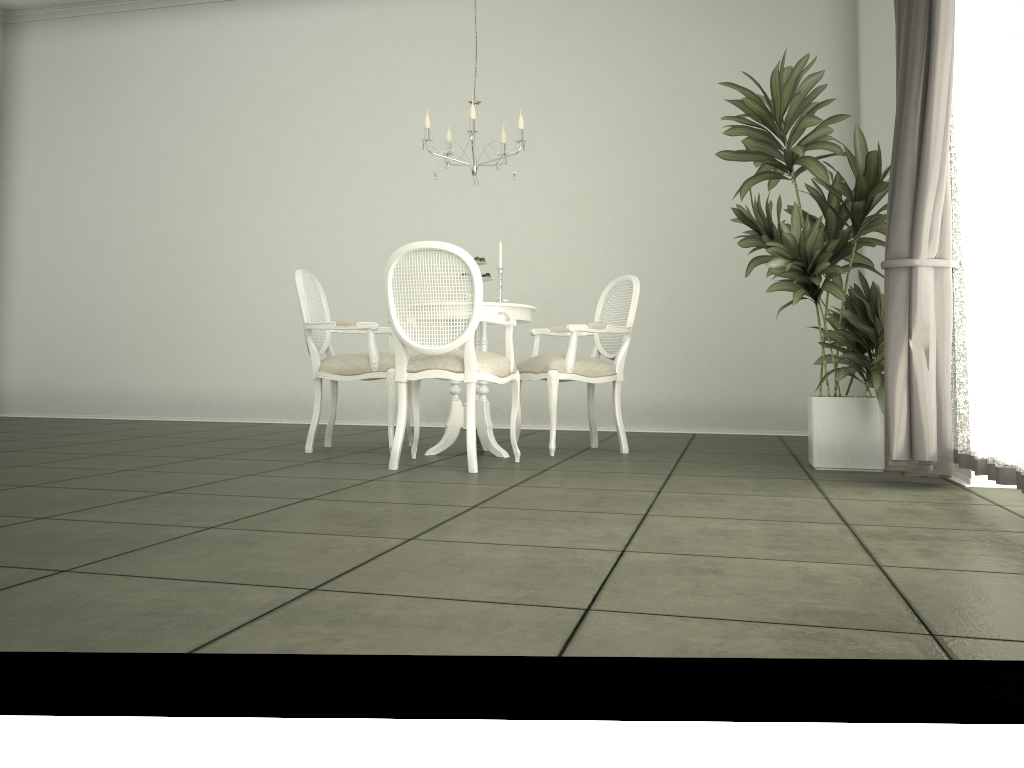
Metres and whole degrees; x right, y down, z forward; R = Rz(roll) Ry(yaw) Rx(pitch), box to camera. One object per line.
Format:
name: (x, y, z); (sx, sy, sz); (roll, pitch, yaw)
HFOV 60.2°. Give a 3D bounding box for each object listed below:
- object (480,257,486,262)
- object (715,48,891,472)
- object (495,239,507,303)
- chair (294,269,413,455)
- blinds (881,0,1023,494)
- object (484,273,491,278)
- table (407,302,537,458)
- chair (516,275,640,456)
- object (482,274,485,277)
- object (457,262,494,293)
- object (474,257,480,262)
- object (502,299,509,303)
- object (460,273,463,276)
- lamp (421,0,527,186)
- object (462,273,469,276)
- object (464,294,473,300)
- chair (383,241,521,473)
object: (-0.168, -0.702, 5.008); (0.039, 0.032, 0.039); (-1, -2, 35)
object: (1.654, -0.635, 4.539); (1.038, 2.111, 1.156); (-2, -4, 32)
object: (-0.064, -0.617, 4.863); (0.087, 0.367, 0.087); (1, -4, -9)
chair: (-0.935, -0.145, 5.201); (0.690, 1.071, 0.591); (0, -3, 4)
blinds: (1.552, -0.863, 2.373); (0.660, 2.618, 3.645); (-1, -1, 14)
object: (-0.137, -0.612, 4.993); (0.039, 0.032, 0.039); (1, -2, -35)
table: (-0.231, -0.021, 4.978); (0.740, 0.836, 0.736); (0, -2, 11)
chair: (0.404, -0.135, 5.276); (0.689, 1.071, 0.592); (2, -4, -21)
object: (-0.158, -0.614, 5.063); (0.039, 0.032, 0.039); (1, -2, -25)
object: (-0.209, -0.563, 5.006); (0.210, 0.250, 0.210); (3, -3, -44)
object: (-0.197, -0.702, 4.978); (0.039, 0.032, 0.039); (1, -2, -30)
object: (-0.057, -0.468, 5.152); (0.078, 0.050, 0.062); (1, -1, -6)
object: (-0.280, -0.614, 5.027); (0.039, 0.032, 0.039); (1, -2, -20)
lamp: (-0.219, -2.399, 5.161); (0.594, 2.456, 0.588); (1, -4, -8)
object: (-0.260, -0.613, 4.957); (0.039, 0.032, 0.039); (1, -2, -25)
object: (-0.228, -0.465, 4.781); (0.062, 0.050, 0.077); (2, -2, -44)
chair: (-0.313, -0.129, 4.336); (0.595, 1.071, 0.686); (0, -3, 14)
